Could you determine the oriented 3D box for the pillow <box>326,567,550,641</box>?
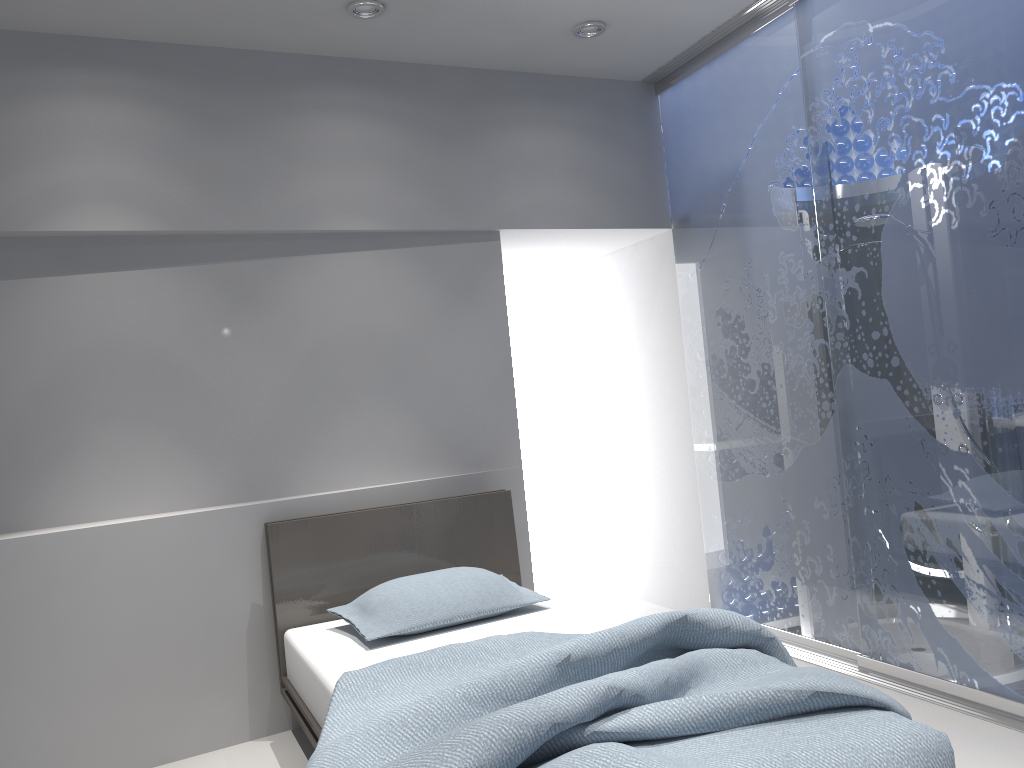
[{"bbox_3d":[-0.270,0.795,3.304,0.746,0.173,0.417,-5,-1,-29],"label":"pillow"}]

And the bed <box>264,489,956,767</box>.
[{"bbox_3d":[-0.038,0.814,2.621,1.411,0.752,2.319,-5,-1,-24],"label":"bed"}]
